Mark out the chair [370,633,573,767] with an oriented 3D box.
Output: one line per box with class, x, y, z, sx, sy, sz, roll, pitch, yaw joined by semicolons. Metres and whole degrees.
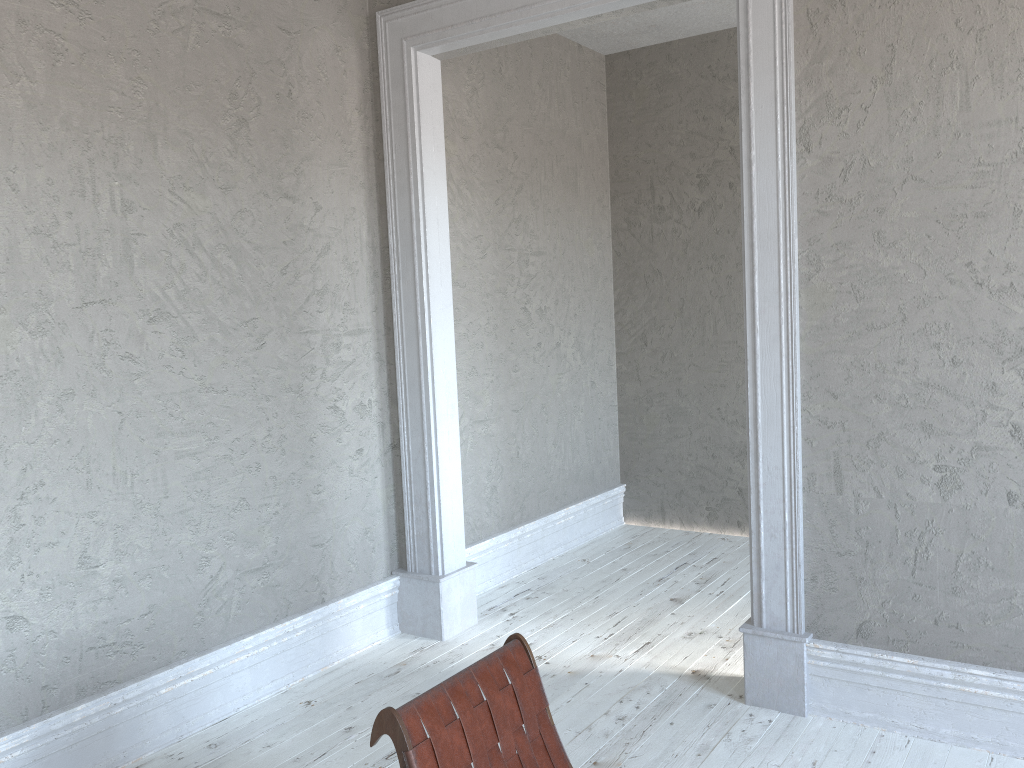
chair;0.250;1.039;1.912;0.997;0.721;0.517;1;6;33
